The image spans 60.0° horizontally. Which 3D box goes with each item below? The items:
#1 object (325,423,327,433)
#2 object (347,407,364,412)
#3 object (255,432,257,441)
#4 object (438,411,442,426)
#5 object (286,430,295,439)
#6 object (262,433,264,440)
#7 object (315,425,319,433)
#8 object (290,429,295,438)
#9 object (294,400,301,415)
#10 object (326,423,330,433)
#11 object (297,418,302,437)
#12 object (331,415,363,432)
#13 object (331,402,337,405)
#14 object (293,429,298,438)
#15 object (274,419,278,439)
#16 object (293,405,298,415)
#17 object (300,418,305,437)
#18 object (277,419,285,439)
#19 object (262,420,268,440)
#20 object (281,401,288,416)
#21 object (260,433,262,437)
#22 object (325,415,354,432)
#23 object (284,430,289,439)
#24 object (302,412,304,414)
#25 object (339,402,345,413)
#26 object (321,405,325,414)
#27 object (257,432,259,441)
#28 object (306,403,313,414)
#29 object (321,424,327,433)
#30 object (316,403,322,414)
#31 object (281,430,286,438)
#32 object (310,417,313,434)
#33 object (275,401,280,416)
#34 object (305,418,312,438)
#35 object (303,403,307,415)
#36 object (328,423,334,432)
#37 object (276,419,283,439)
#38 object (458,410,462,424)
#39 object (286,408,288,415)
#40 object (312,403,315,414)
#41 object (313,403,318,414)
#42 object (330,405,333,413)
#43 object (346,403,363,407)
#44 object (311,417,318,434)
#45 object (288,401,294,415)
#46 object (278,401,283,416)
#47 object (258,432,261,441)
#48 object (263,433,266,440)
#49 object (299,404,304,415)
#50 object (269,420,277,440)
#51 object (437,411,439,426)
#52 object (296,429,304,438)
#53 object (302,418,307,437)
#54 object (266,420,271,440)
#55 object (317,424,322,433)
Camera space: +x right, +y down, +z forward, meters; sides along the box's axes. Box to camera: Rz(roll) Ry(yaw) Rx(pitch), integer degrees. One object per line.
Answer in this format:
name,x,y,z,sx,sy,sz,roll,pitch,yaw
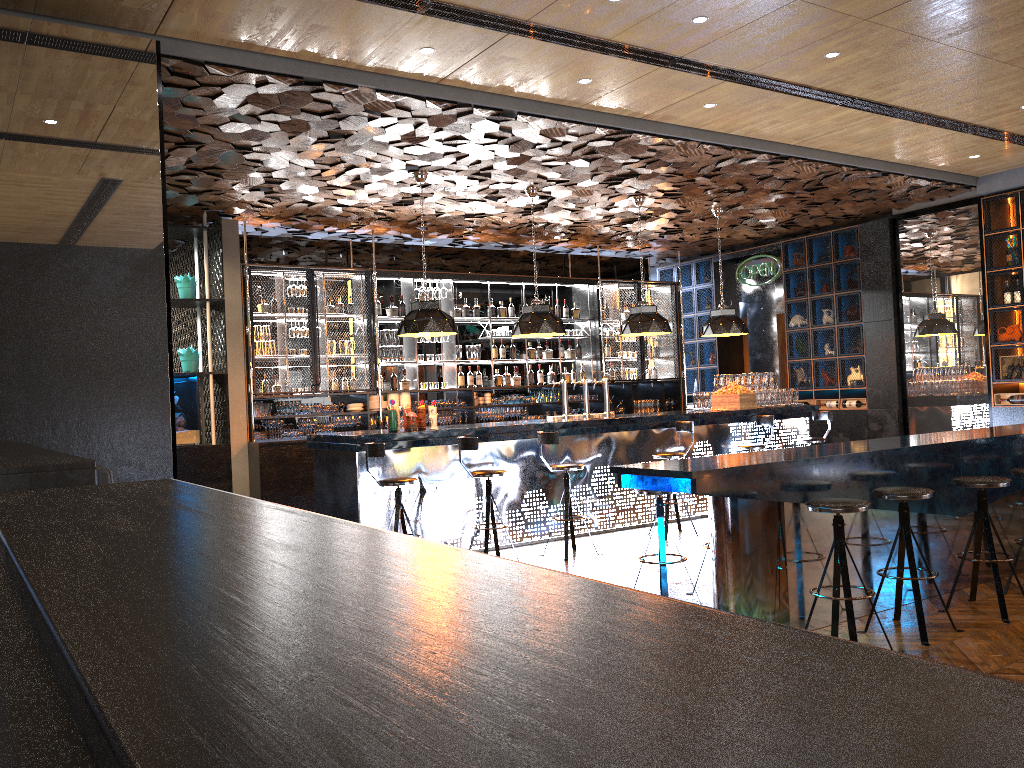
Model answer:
object,-2.278,0.555,10.810,0.074,0.146,0.065,-2,-1,-11
object,-1.914,0.311,10.825,0.209,0.060,0.211,-3,-1,17
object,-2.913,0.599,10.095,0.033,0.101,0.033,-3,-1,-9
object,-0.930,0.464,11.526,0.071,0.226,0.071,-3,-1,29
object,-2.575,0.583,10.315,0.093,0.101,0.093,-3,-1,25
object,-2.849,0.607,10.160,0.034,0.080,0.034,-3,-1,22
object,-2.356,0.558,10.744,0.065,0.146,0.074,-3,-1,-3
object,-2.597,0.588,10.548,0.093,0.101,0.093,-2,-1,-18
object,-2.499,0.277,10.352,0.087,0.170,0.087,-3,-1,18
object,-2.226,0.551,10.721,0.065,0.146,0.074,-2,-1,-10
object,-2.536,0.523,10.643,0.088,0.229,0.077,-3,-1,32
object,-2.001,0.502,10.792,0.376,0.227,0.186,-2,-1,-35
object,-2.184,0.291,10.888,0.074,0.131,0.074,-2,-1,-20
object,-2.547,0.584,10.460,0.093,0.101,0.093,-2,-1,-12
object,-2.787,0.532,10.446,0.091,0.227,0.091,-3,-1,20
object,-2.569,0.302,10.576,0.081,0.132,0.081,-3,-1,29
object,-2.487,0.519,10.565,0.077,0.229,0.088,-2,-1,-17
object,-2.673,0.524,10.257,0.091,0.227,0.091,-2,-1,-10
object,-2.888,0.536,10.409,0.091,0.227,0.091,-2,-1,-29
object,-2.631,0.282,10.280,0.087,0.170,0.087,-3,-1,18
object,-2.877,0.609,10.201,0.034,0.080,0.034,-3,-1,24
object,-2.107,0.510,10.956,0.376,0.227,0.186,-2,-1,-35
object,-2.632,0.587,10.404,0.093,0.101,0.093,-3,-1,18
object,-2.526,0.302,10.664,0.081,0.132,0.081,-3,-1,29
object,-2.064,0.283,10.755,0.074,0.131,0.074,-2,-1,-20
object,-2.262,0.305,10.625,0.078,0.103,0.078,-3,-1,10
object,-2.910,0.600,10.163,0.031,0.098,0.031,-3,-1,31
object,-2.391,0.292,10.454,0.081,0.132,0.081,-3,-1,29
object,-2.245,0.550,10.576,0.065,0.146,0.074,-3,-1,34
object,-2.287,0.290,10.508,0.074,0.131,0.074,-2,-1,-20
object,-2.688,0.591,10.492,0.093,0.101,0.093,-3,-1,44
object,-2.416,0.518,10.654,0.088,0.229,0.077,-2,-1,-31
object,-2.759,0.291,10.479,0.087,0.170,0.087,-3,-1,18
object,-2.391,0.513,10.421,0.088,0.229,0.077,-2,-1,-19
object,-2.459,0.297,10.553,0.081,0.132,0.081,-3,-1,29
object,-2.167,0.547,10.632,0.074,0.146,0.065,-2,-1,-39
object,-2.727,0.528,10.346,0.091,0.227,0.091,-3,-1,20
object,-0.696,0.460,11.731,0.071,0.217,0.071,-2,-1,-25
object,-2.678,0.288,10.517,0.087,0.170,0.087,-3,-1,18
object,-2.379,0.296,10.655,0.074,0.131,0.074,-2,-1,-20
object,-2.332,0.293,10.582,0.074,0.131,0.074,-2,-1,-20
object,-2.186,0.304,10.673,0.078,0.099,0.078,-3,-1,24
object,-1.915,0.270,10.827,0.211,0.060,0.209,-3,-1,12
object,-2.352,0.513,10.549,0.088,0.229,0.077,-2,-1,-33
object,-2.599,0.282,10.395,0.087,0.170,0.087,-3,-1,18
object,-2.695,0.286,10.379,0.087,0.170,0.087,-3,-1,18
object,-2.888,0.599,10.132,0.031,0.098,0.031,-3,-1,6
object,-2.825,0.605,10.124,0.034,0.080,0.034,-2,-1,-19
object,-2.489,0.297,10.453,0.081,0.132,0.081,-3,-1,29
object,-2.753,0.527,10.208,0.091,0.227,0.091,-3,-1,20
object,-0.977,0.467,11.607,0.071,0.226,0.071,-3,-1,29
object,-2.484,0.580,10.374,0.093,0.101,0.093,-3,-1,20
object,-2.439,0.516,10.498,0.077,0.229,0.088,-3,-1,17
object,-2.809,0.531,10.301,0.091,0.227,0.091,-3,-1,7
object,-2.303,0.554,10.663,0.065,0.146,0.074,-2,-1,-21
